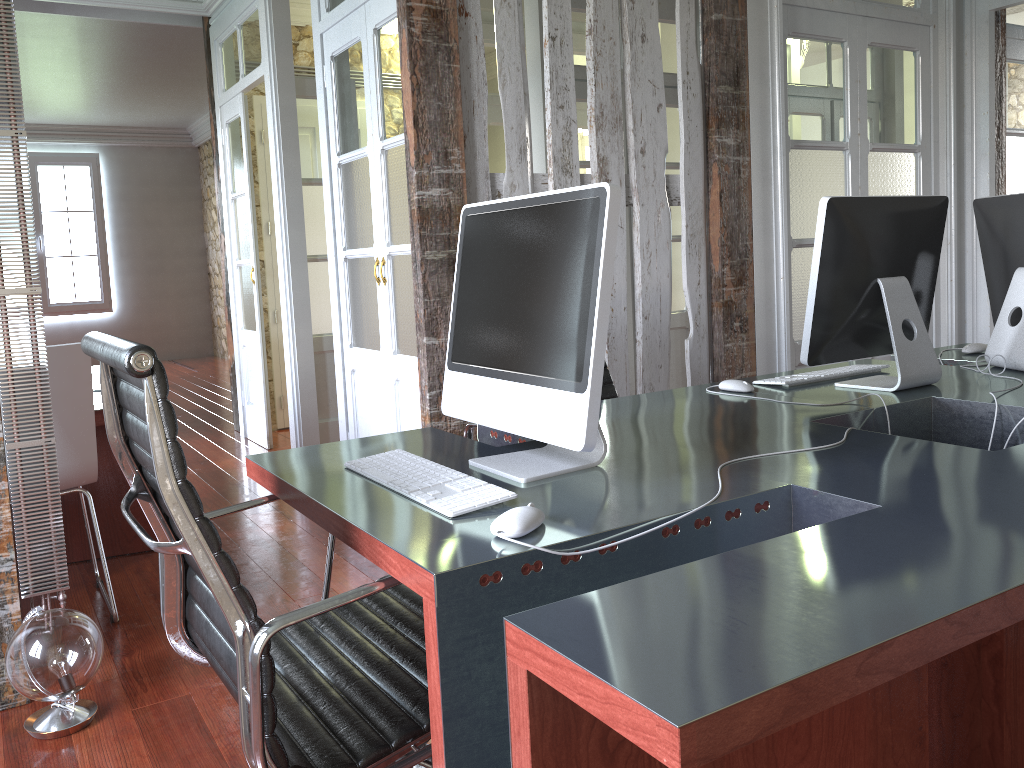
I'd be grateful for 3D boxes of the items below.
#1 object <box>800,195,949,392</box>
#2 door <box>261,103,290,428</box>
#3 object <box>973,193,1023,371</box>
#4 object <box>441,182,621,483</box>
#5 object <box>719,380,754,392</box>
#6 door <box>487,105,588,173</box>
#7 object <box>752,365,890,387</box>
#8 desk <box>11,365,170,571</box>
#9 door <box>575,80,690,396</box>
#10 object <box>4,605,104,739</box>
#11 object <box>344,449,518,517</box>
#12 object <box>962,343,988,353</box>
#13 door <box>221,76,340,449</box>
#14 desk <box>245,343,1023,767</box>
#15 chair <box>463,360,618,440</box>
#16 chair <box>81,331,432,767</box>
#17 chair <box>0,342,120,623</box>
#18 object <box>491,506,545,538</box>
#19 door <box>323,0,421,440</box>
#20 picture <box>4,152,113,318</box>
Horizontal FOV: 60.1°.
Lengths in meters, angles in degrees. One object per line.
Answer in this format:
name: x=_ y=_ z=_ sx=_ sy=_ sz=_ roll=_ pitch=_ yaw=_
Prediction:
object: x=0.954 y=-0.236 z=2.257 sx=0.485 sy=0.483 sz=0.190 roll=-7 pitch=7 yaw=-31
door: x=-1.287 y=-0.844 z=6.298 sx=0.871 sy=2.207 sz=0.145 roll=-6 pitch=6 yaw=-31
object: x=1.434 y=-0.284 z=2.429 sx=0.189 sy=0.482 sz=0.486 roll=-3 pitch=7 yaw=-6
object: x=0.038 y=-0.093 z=1.580 sx=0.190 sy=0.482 sz=0.485 roll=-6 pitch=7 yaw=-31
object: x=0.588 y=0.004 z=2.317 sx=0.059 sy=0.028 sz=0.106 roll=-8 pitch=9 yaw=-32
door: x=0.243 y=-0.789 z=5.928 sx=1.079 sy=2.076 sz=0.041 roll=-6 pitch=6 yaw=-31
object: x=0.872 y=-0.027 z=2.480 sx=0.440 sy=0.017 sz=0.119 roll=-8 pitch=9 yaw=-31
desk: x=-2.274 y=0.387 z=3.570 sx=1.449 sy=0.650 sz=1.718 roll=-7 pitch=9 yaw=-31
door: x=0.697 y=-0.709 z=5.207 sx=1.079 sy=2.076 sz=0.041 roll=-6 pitch=6 yaw=-31
object: x=-1.140 y=0.743 z=2.216 sx=0.235 sy=0.381 sz=0.221 roll=1 pitch=7 yaw=37
object: x=-0.153 y=0.161 z=1.507 sx=0.119 sy=0.017 sz=0.440 roll=-8 pitch=9 yaw=-31
object: x=1.479 y=-0.116 z=2.829 sx=0.106 sy=0.028 sz=0.059 roll=-8 pitch=9 yaw=-32
door: x=-1.462 y=-0.669 z=5.342 sx=1.188 sy=2.171 sz=0.484 roll=1 pitch=6 yaw=33
desk: x=0.879 y=0.424 z=1.929 sx=2.514 sy=0.724 sz=1.304 roll=-8 pitch=9 yaw=-31
chair: x=0.202 y=0.240 z=2.458 sx=0.667 sy=1.018 sz=0.700 roll=-7 pitch=7 yaw=-36
chair: x=-0.321 y=0.404 z=1.482 sx=0.700 sy=1.018 sz=0.667 roll=-6 pitch=7 yaw=-27
chair: x=-1.594 y=0.324 z=2.869 sx=0.476 sy=0.915 sz=0.603 roll=-6 pitch=7 yaw=-31
object: x=0.011 y=0.187 z=1.223 sx=0.059 sy=0.028 sz=0.107 roll=1 pitch=9 yaw=27
door: x=-0.537 y=-0.490 z=3.744 sx=0.041 sy=2.169 sz=1.060 roll=-6 pitch=6 yaw=-31
picture: x=-5.766 y=-1.800 z=10.703 sx=1.584 sy=1.978 sz=0.127 roll=-7 pitch=6 yaw=-31
